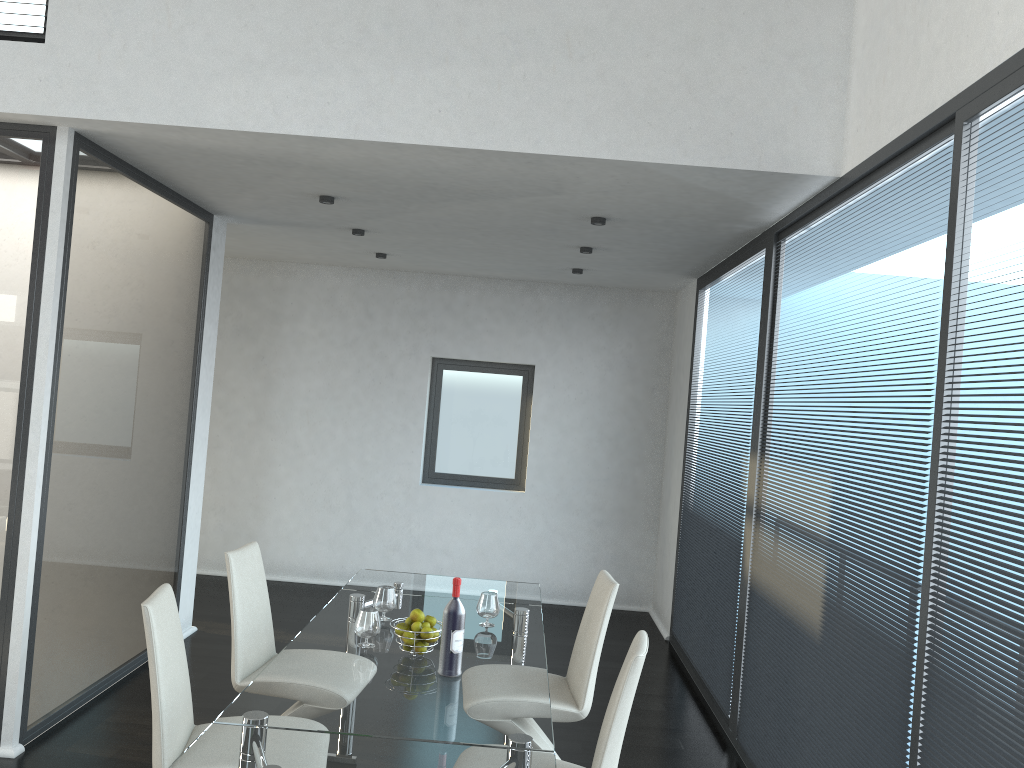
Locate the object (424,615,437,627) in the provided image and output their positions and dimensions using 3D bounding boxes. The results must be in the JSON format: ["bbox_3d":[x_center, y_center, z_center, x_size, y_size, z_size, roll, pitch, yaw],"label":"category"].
[{"bbox_3d":[-0.300,0.868,3.244,0.047,0.045,0.047,5,-1,1],"label":"object"}]

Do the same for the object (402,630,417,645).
[{"bbox_3d":[-0.364,0.901,3.149,0.053,0.055,0.054,5,-1,-35],"label":"object"}]

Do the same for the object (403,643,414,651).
[{"bbox_3d":[-0.374,0.944,3.192,0.038,0.038,0.038,5,-1,4],"label":"object"}]

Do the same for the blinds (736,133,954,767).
[{"bbox_3d":[1.236,0.523,3.581,0.018,2.537,1.874,5,-1,1],"label":"blinds"}]

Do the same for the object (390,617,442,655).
[{"bbox_3d":[-0.342,0.919,3.195,0.206,0.105,0.206,6,-2,-44],"label":"object"}]

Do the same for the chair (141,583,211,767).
[{"bbox_3d":[-0.912,1.179,2.905,0.612,0.959,0.471,5,-1,-9],"label":"chair"}]

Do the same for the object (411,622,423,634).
[{"bbox_3d":[-0.339,0.869,3.162,0.040,0.043,0.044,4,-1,15],"label":"object"}]

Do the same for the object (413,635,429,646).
[{"bbox_3d":[-0.331,0.937,3.222,0.059,0.056,0.061,6,-2,-44],"label":"object"}]

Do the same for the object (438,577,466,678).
[{"bbox_3d":[-0.199,0.820,3.001,0.082,0.326,0.082,4,-1,22],"label":"object"}]

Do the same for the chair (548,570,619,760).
[{"bbox_3d":[0.099,1.277,3.755,0.612,0.959,0.471,5,-1,-4],"label":"chair"}]

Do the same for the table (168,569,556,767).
[{"bbox_3d":[-0.370,1.342,3.273,0.940,0.731,2.720,5,-1,1],"label":"table"}]

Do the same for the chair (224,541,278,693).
[{"bbox_3d":[-0.915,1.194,3.750,0.612,0.959,0.471,5,-1,6],"label":"chair"}]

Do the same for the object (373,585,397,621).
[{"bbox_3d":[-0.525,0.904,3.658,0.098,0.132,0.098,4,-1,21],"label":"object"}]

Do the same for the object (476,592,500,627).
[{"bbox_3d":[-0.100,0.939,3.699,0.098,0.132,0.098,4,-1,21],"label":"object"}]

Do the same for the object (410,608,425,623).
[{"bbox_3d":[-0.342,0.839,3.203,0.055,0.056,0.055,5,-1,1],"label":"object"}]

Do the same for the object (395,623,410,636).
[{"bbox_3d":[-0.393,0.884,3.185,0.055,0.048,0.054,5,-1,-6],"label":"object"}]

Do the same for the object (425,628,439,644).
[{"bbox_3d":[-0.291,0.903,3.186,0.058,0.058,0.058,5,-1,-32],"label":"object"}]

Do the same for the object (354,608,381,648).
[{"bbox_3d":[-0.531,0.896,3.259,0.098,0.132,0.098,4,-1,21],"label":"object"}]

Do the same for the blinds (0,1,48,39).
[{"bbox_3d":[-2.436,-2.201,3.839,1.076,1.372,0.048,5,-1,1],"label":"blinds"}]

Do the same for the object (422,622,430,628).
[{"bbox_3d":[-0.315,0.878,3.208,0.040,0.038,0.040,5,-1,-28],"label":"object"}]

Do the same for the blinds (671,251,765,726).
[{"bbox_3d":[1.261,0.564,5.607,0.018,2.537,1.787,5,-1,1],"label":"blinds"}]

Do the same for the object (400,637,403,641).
[{"bbox_3d":[-0.385,0.914,3.225,0.045,0.042,0.045,5,-1,-5],"label":"object"}]

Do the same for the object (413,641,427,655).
[{"bbox_3d":[-0.327,0.942,3.166,0.048,0.048,0.048,4,-1,12],"label":"object"}]

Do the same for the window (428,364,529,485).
[{"bbox_3d":[-0.291,0.351,7.757,0.800,1.000,0.050,5,-1,1],"label":"window"}]

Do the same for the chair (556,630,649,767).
[{"bbox_3d":[0.085,1.258,2.800,0.612,0.959,0.471,4,-1,11],"label":"chair"}]

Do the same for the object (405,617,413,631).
[{"bbox_3d":[-0.365,0.874,3.233,0.055,0.054,0.050,5,-1,-30],"label":"object"}]

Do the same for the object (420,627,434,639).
[{"bbox_3d":[-0.301,0.884,3.144,0.047,0.048,0.047,5,-1,-37],"label":"object"}]

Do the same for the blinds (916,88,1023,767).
[{"bbox_3d":[1.211,0.485,1.635,0.018,2.537,1.874,5,-1,1],"label":"blinds"}]
